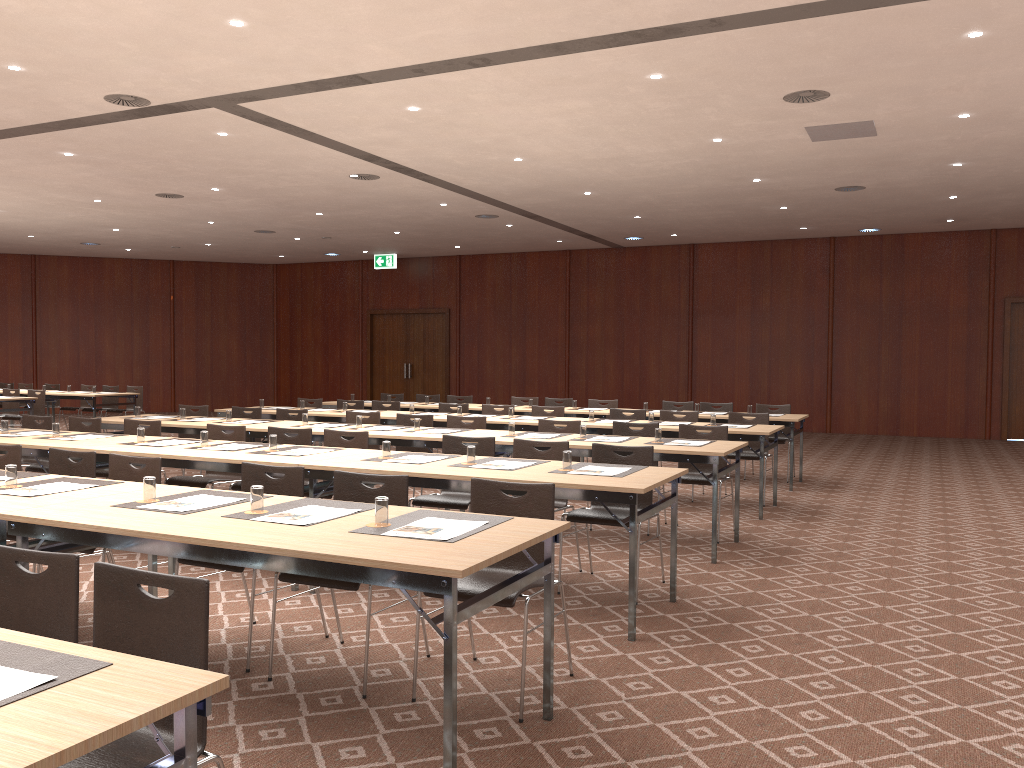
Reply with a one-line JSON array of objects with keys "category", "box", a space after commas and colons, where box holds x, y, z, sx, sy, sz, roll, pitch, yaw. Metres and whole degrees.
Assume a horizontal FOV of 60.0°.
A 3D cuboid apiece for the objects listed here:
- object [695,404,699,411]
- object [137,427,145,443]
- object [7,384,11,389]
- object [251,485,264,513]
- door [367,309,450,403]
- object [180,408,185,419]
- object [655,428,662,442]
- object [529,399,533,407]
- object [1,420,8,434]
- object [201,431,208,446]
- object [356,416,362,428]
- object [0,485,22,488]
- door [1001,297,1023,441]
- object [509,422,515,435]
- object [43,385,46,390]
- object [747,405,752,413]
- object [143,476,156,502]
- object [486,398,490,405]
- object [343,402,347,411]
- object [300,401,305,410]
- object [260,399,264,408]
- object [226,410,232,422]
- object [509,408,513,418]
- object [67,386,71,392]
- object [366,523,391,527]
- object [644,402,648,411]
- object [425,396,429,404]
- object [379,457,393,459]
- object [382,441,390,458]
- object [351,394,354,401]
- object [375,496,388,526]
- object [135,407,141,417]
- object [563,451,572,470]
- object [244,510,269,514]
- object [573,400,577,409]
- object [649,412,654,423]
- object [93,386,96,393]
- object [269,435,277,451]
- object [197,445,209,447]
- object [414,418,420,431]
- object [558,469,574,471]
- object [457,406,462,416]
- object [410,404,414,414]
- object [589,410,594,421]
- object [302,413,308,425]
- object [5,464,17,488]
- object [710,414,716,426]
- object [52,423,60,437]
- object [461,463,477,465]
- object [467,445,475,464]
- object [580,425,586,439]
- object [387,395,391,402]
[{"category": "object", "box": [2.316, 0.304, 11.103, 0.054, 0.114, 0.054, -1, 3, -31]}, {"category": "object", "box": [-2.898, 0.398, 6.922, 0.054, 0.114, 0.054, -1, 3, -31]}, {"category": "object", "box": [-9.444, 0.057, 16.645, 0.054, 0.114, 0.054, 0, 2, -8]}, {"category": "object", "box": [-1.117, 0.503, 3.885, 0.054, 0.114, 0.054, -1, 3, -31]}, {"category": "door", "box": [-2.617, -0.534, 22.488, 2.422, 2.701, 0.200, 1, 3, 25]}, {"category": "object", "box": [-3.502, 0.317, 9.428, 0.054, 0.114, 0.054, -1, 3, -31]}, {"category": "object", "box": [1.190, 0.416, 7.215, 0.054, 0.114, 0.054, 0, 2, -8]}, {"category": "object", "box": [0.256, 0.261, 12.075, 0.054, 0.114, 0.054, -1, 3, -31]}, {"category": "object", "box": [-4.355, 0.367, 7.612, 0.054, 0.114, 0.054, -1, 3, -31]}, {"category": "object", "box": [-2.311, 0.410, 6.662, 0.054, 0.114, 0.054, -1, 3, -31]}, {"category": "object", "box": [-1.460, 0.360, 8.470, 0.054, 0.114, 0.054, -1, 3, -31]}, {"category": "object", "box": [-2.582, 0.530, 4.572, 0.102, 0.001, 0.102, 1, 2, 14]}, {"category": "door", "box": [10.421, -0.260, 16.337, 2.422, 2.701, 0.200, 1, 3, 25]}, {"category": "object", "box": [-0.003, 0.391, 7.764, 0.054, 0.114, 0.054, -1, 3, -31]}, {"category": "object", "box": [-8.565, 0.076, 16.238, 0.054, 0.114, 0.054, 1, 2, 14]}, {"category": "object", "box": [2.903, 0.317, 10.823, 0.054, 0.114, 0.054, 0, 2, -8]}, {"category": "object", "box": [-1.696, 0.491, 4.148, 0.054, 0.114, 0.054, -1, 3, -31]}, {"category": "object", "box": [-0.331, 0.249, 12.351, 0.054, 0.114, 0.054, -1, 3, -31]}, {"category": "object", "box": [-2.064, 0.280, 10.966, 0.054, 0.114, 0.054, -1, 3, -31]}, {"category": "object", "box": [-2.655, 0.268, 11.228, 0.054, 0.114, 0.054, -1, 3, -31]}, {"category": "object", "box": [-3.248, 0.255, 11.514, 0.054, 0.114, 0.054, 0, 2, -8]}, {"category": "object", "box": [-2.922, 0.330, 9.149, 0.054, 0.114, 0.054, -1, 3, -31]}, {"category": "object", "box": [-0.011, 0.323, 9.983, 0.054, 0.114, 0.054, -1, 3, -31]}, {"category": "object", "box": [-7.973, 0.088, 15.957, 0.054, 0.114, 0.054, 1, 2, 14]}, {"category": "object", "box": [-0.542, 0.573, 3.603, 0.102, 0.001, 0.102, 1, 2, 14]}, {"category": "object", "box": [1.716, 0.292, 11.381, 0.054, 0.114, 0.054, -1, 3, -31]}, {"category": "object", "box": [-1.220, 0.230, 12.757, 0.054, 0.114, 0.054, -1, 3, -31]}, {"category": "object", "box": [-0.850, 0.498, 5.975, 0.102, 0.001, 0.102, 1, 2, 14]}, {"category": "object", "box": [-0.844, 0.441, 5.961, 0.054, 0.114, 0.054, -1, 3, -31]}, {"category": "object", "box": [-2.393, 0.206, 13.314, 0.054, 0.114, 0.054, 0, 2, -8]}, {"category": "object", "box": [-0.528, 0.516, 3.594, 0.054, 0.114, 0.054, 0, 2, -8]}, {"category": "object", "box": [-4.091, 0.305, 9.694, 0.054, 0.114, 0.054, 0, 2, -8]}, {"category": "object", "box": [0.337, 0.465, 5.413, 0.054, 0.114, 0.054, 0, 2, -8]}, {"category": "object", "box": [-1.118, 0.560, 3.879, 0.102, 0.001, 0.102, 1, 2, 14]}, {"category": "object", "box": [0.834, 0.273, 11.803, 0.054, 0.114, 0.054, -1, 3, -31]}, {"category": "object", "box": [1.460, 0.354, 9.301, 0.054, 0.114, 0.054, -1, 3, -31]}, {"category": "object", "box": [-7.389, 0.100, 15.687, 0.054, 0.114, 0.054, 1, 2, 14]}, {"category": "object", "box": [-1.719, 0.422, 6.384, 0.054, 0.114, 0.054, -1, 3, -31]}, {"category": "object", "box": [-2.317, 0.467, 6.664, 0.102, 0.001, 0.102, 1, 2, 14]}, {"category": "object", "box": [-0.876, 0.373, 8.181, 0.054, 0.114, 0.054, -1, 3, -31]}, {"category": "object", "box": [0.329, 0.523, 5.403, 0.102, 0.001, 0.102, 2, 2, 37]}, {"category": "object", "box": [-0.606, 0.311, 10.259, 0.054, 0.114, 0.054, -1, 3, -31]}, {"category": "object", "box": [-1.189, 0.299, 10.534, 0.054, 0.114, 0.054, -1, 3, -31]}, {"category": "object", "box": [0.859, 0.341, 9.574, 0.054, 0.114, 0.054, -1, 3, -31]}, {"category": "object", "box": [-2.036, 0.348, 8.732, 0.054, 0.114, 0.054, -1, 3, -31]}, {"category": "object", "box": [-2.572, 0.473, 4.555, 0.054, 0.114, 0.054, -1, 3, -31]}, {"category": "object", "box": [2.046, 0.366, 9.015, 0.054, 0.114, 0.054, 0, 2, -8]}, {"category": "object", "box": [-3.781, 0.379, 7.351, 0.054, 0.114, 0.054, -1, 3, -31]}, {"category": "object", "box": [-0.276, 0.511, 5.685, 0.102, 0.001, 0.102, 1, 2, 14]}, {"category": "object", "box": [-0.263, 0.453, 5.687, 0.054, 0.114, 0.054, -1, 3, -31]}, {"category": "object", "box": [0.601, 0.403, 7.494, 0.054, 0.114, 0.054, -1, 3, -31]}, {"category": "object", "box": [-1.805, 0.218, 13.043, 0.054, 0.114, 0.054, -1, 3, -31]}]
